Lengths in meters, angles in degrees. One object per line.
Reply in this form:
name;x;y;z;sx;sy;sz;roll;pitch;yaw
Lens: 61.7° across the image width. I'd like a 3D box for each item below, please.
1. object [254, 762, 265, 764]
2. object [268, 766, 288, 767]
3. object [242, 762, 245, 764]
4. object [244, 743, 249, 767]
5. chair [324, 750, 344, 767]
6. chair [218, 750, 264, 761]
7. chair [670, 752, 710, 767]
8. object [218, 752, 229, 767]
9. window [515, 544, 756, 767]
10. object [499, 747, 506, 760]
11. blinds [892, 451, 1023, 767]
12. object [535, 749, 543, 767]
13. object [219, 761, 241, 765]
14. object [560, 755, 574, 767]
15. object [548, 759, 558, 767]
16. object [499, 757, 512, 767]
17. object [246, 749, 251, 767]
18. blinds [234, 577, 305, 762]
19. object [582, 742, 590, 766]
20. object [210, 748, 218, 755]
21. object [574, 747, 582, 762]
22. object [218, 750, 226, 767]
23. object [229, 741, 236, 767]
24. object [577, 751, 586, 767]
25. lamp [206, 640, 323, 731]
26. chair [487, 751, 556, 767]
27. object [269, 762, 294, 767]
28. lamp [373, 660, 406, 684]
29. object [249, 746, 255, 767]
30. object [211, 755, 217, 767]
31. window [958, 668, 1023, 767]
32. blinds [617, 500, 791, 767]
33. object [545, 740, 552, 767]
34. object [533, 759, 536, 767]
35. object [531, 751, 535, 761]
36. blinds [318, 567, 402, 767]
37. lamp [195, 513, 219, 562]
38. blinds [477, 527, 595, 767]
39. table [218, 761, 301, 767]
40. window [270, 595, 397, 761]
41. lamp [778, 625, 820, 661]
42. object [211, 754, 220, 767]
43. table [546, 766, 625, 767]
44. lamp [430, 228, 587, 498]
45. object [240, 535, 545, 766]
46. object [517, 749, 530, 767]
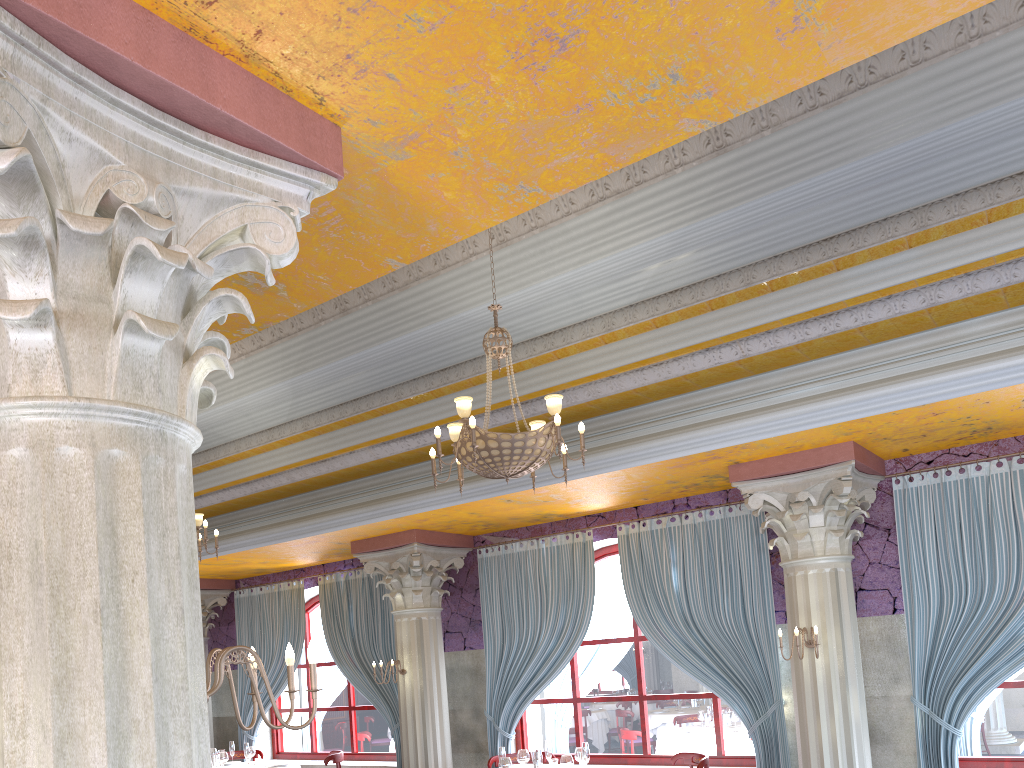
object;-3.334;5.006;11.294;0.158;0.009;0.166;-3;-18;-4
object;-2.917;4.775;10.677;0.231;0.013;0.029;-1;-16;-9
object;-3.614;5.092;11.502;0.027;0.013;0.244;-2;-18;-9
object;-3.310;4.648;10.693;0.074;0.327;0.075;-3;-4;-18
chair;-2.439;5.252;10.906;0.644;1.063;0.775;-3;-8;-9
chair;-3.831;5.681;11.925;0.746;1.064;0.668;-3;-7;-9
chair;1.547;4.023;7.988;0.644;1.063;0.775;-3;-8;-9
object;-3.501;4.601;10.394;0.122;0.258;0.125;-5;-6;4
window;1.449;3.062;9.771;3.649;2.490;0.160;-14;-8;35
object;-0.084;3.509;7.884;0.074;0.327;0.075;-3;-4;-18
blinds;4.121;2.304;7.022;1.789;3.436;0.245;-9;-5;37
object;0.240;3.345;7.449;0.074;0.327;0.075;-3;-4;-18
object;-3.798;5.097;11.495;0.321;0.023;0.320;-16;-22;34
object;0.485;3.372;7.476;0.122;0.258;0.125;1;-8;-40
object;0.369;3.393;7.474;0.086;0.232;0.087;-6;-5;15
object;-0.054;3.463;7.639;0.122;0.258;0.125;1;-8;-40
object;-3.334;4.739;10.816;0.086;0.232;0.087;-6;-5;15
blinds;-3.556;4.671;12.643;1.740;3.436;0.244;-9;-5;37
object;0.676;3.419;7.775;0.075;0.327;0.074;-6;-4;27
object;-3.874;4.855;11.097;0.124;0.258;0.124;-7;-7;27
object;0.650;3.535;8.016;0.124;0.258;0.124;-7;-7;27
object;-3.756;4.860;11.097;0.085;0.232;0.088;-1;-6;-29
object;-3.634;4.812;11.128;0.075;0.327;0.074;-6;-4;27
object;0.652;3.510;7.898;0.086;0.232;0.087;-6;-5;15
lamp;-0.784;0.929;2.615;0.344;0.266;0.393;-9;-14;22
chair;0.155;4.452;9.007;0.746;1.064;0.668;-3;-7;-9
object;-2.924;4.829;10.861;0.321;0.023;0.320;-16;-22;34
lamp;-1.420;3.345;9.956;0.344;0.266;0.393;-9;-14;22
object;-3.336;4.763;10.934;0.122;0.258;0.125;-5;-6;4
object;-3.617;4.622;10.392;0.085;0.232;0.088;-1;-6;-29
window;5.261;1.887;6.981;3.649;2.490;0.160;-14;-8;35
blinds;1.922;2.982;8.632;1.737;3.436;0.245;-8;-5;35
object;0.352;3.583;8.210;0.074;0.327;0.075;-3;-4;-18
object;0.236;3.509;7.887;0.072;0.206;0.148;-5;-8;15
object;0.230;3.631;8.179;0.085;0.232;0.088;-1;-6;-29
blinds;-1.942;4.173;11.460;1.737;3.436;0.245;-8;-5;35
lamp;-3.321;0.592;7.988;0.957;2.123;0.987;-3;-6;-9
blinds;0.308;3.479;9.814;1.740;3.436;0.244;-9;-5;37
table;-3.647;5.328;10.714;2.142;0.926;2.124;-15;-19;35
window;-2.379;4.242;12.574;3.649;2.490;0.160;-14;-8;35
lamp;2.409;2.165;7.152;0.344;0.266;0.393;-9;-14;22
object;-3.750;4.738;10.806;0.072;0.206;0.148;-5;-8;15
table;0.339;4.099;7.796;2.142;0.926;2.124;-15;-19;35
lamp;-0.104;-0.400;5.633;0.957;2.123;0.987;-3;-6;-9
object;-0.593;3.666;10.408;29.839;3.541;2.114;-17;-13;35
object;0.112;3.626;8.179;0.124;0.258;0.124;-7;-7;27
